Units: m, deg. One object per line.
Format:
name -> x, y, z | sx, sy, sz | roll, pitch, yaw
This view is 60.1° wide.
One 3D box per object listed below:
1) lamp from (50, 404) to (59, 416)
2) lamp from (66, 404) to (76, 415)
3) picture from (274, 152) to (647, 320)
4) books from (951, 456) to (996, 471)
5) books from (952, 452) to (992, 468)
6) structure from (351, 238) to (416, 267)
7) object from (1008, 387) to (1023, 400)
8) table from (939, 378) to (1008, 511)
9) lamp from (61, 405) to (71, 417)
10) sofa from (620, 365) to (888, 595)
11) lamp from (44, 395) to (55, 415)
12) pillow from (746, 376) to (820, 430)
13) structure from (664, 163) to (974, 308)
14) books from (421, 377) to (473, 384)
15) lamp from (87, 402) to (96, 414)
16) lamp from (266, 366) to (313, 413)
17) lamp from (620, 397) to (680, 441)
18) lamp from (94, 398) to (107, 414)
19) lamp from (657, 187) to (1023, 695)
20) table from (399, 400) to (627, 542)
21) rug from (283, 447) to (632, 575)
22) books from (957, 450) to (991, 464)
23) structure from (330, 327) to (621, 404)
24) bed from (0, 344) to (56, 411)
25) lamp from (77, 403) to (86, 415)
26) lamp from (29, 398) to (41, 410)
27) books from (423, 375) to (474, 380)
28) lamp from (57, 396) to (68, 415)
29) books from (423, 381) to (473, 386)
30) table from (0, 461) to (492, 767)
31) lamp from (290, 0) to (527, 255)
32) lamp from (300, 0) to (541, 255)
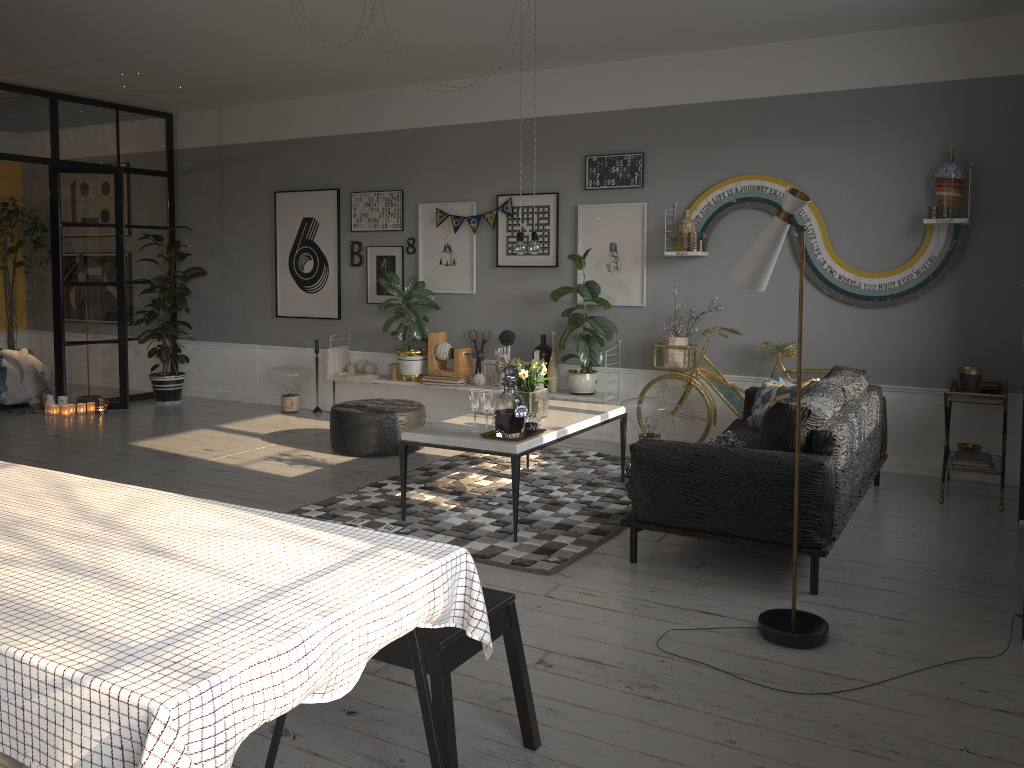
lamp -> -4.236, 0.245, 8.195 | 0.080, 0.098, 0.081 | 0, 5, -6
lamp -> -4.109, 0.239, 8.245 | 0.081, 0.098, 0.081 | -2, 6, -20
picture -> -3.121, -1.155, 6.890 | 7.304, 1.785, 4.058 | 4, 8, 29
books -> 2.809, 0.482, 5.395 | 0.230, 0.016, 0.287 | 4, 8, 23
books -> 2.810, 0.462, 5.403 | 0.202, 0.022, 0.299 | 5, 9, 30
structure -> -1.186, -1.207, 8.125 | 0.740, 0.261, 0.024 | 4, 5, 29
object -> 2.038, 0.062, 3.393 | 0.247, 0.202, 0.171 | 4, 7, 32
table -> 2.860, 0.348, 5.461 | 0.340, 0.676, 0.746 | 3, 6, 29
lamp -> -4.109, 0.251, 8.155 | 0.081, 0.098, 0.081 | -2, 6, -20
sofa -> 1.449, 0.365, 4.918 | 0.971, 0.793, 2.352 | 4, 8, 28
lamp -> -4.325, 0.194, 8.282 | 0.092, 0.179, 0.092 | -4, 6, -40
pillow -> 1.708, 0.113, 5.473 | 0.443, 0.360, 0.803 | 1, 7, 11
structure -> 2.053, -1.016, 6.151 | 2.025, 0.951, 0.268 | 4, 5, 29
books -> -0.552, -0.042, 7.631 | 0.385, 0.029, 0.261 | 5, 9, 30
lamp -> -3.969, 0.225, 8.350 | 0.081, 0.098, 0.081 | -2, 6, -20
lamp -> -2.117, 0.049, 8.441 | 0.433, 0.435, 0.434 | -4, 7, -39
lamp -> 1.014, 0.319, 6.510 | 0.433, 0.435, 0.434 | -3, 7, -30
lamp -> -3.871, 0.207, 8.327 | 0.107, 0.140, 0.108 | 0, 5, -7
lamp -> 1.182, 0.142, 3.103 | 1.248, 1.694, 0.682 | 3, 5, 27
table -> 0.063, 0.454, 5.231 | 0.733, 0.508, 1.463 | 4, 8, 29
rug -> 0.036, 0.656, 5.520 | 1.773, 0.034, 2.539 | 4, 9, 29
books -> 2.819, 0.445, 5.401 | 0.178, 0.013, 0.295 | 4, 8, 26
structure -> -0.415, -0.188, 7.584 | 2.780, 0.484, 0.309 | 4, 6, 29
bed -> -5.852, -0.149, 8.557 | 2.326, 0.766, 1.906 | 4, 8, 29
lamp -> -4.030, 0.234, 8.284 | 0.081, 0.098, 0.081 | -2, 6, -20
lamp -> -4.531, 0.204, 8.396 | 0.096, 0.130, 0.109 | 0, 5, 0
books -> -0.550, -0.066, 7.640 | 0.379, 0.017, 0.230 | 4, 9, 26
lamp -> -4.207, 0.199, 8.289 | 0.092, 0.165, 0.089 | 0, 5, -4
books -> -0.539, -0.018, 7.631 | 0.368, 0.021, 0.298 | 4, 8, 23
table -> -1.113, 0.731, 2.072 | 2.028, 0.780, 0.936 | 4, 7, 29
lamp -> -0.607, -1.529, 5.185 | 1.395, 1.529, 0.075 | 0, 4, -2
lamp -> -0.528, -1.514, 5.072 | 1.395, 1.529, 0.075 | 0, 4, -2
